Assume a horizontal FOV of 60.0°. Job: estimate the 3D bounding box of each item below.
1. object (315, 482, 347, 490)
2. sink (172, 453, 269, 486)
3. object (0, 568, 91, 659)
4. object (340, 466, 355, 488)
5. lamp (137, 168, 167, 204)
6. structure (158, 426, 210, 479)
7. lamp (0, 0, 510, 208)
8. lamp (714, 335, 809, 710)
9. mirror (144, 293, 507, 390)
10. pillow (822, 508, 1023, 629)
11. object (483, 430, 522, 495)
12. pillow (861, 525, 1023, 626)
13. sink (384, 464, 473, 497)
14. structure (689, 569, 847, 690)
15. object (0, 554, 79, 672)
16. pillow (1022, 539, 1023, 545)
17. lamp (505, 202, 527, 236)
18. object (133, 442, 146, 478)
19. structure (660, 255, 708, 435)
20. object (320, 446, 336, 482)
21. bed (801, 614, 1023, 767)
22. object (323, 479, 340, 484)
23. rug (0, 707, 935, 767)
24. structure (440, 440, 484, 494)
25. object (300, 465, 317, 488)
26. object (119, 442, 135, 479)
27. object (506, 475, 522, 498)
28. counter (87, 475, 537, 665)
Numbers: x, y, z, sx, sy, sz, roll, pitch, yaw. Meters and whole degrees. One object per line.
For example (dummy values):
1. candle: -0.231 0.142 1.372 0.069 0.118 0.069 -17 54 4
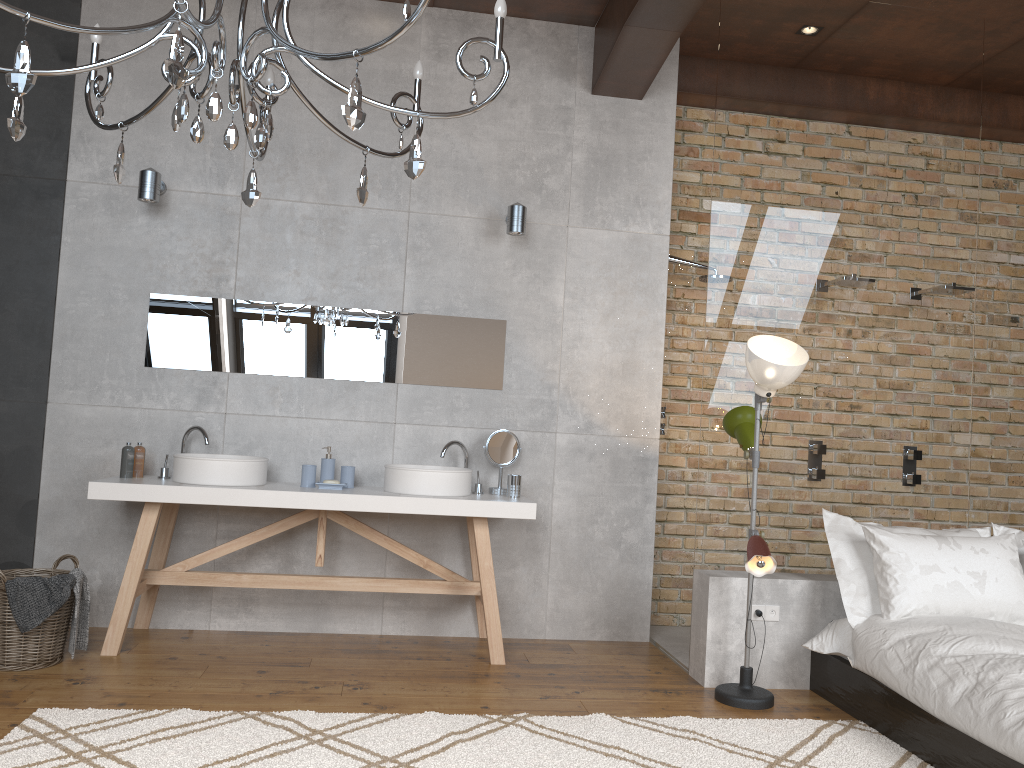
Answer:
1. object: -0.882 0.498 4.325 0.147 0.031 0.100 4 -3 -6
2. sink: -1.412 0.414 4.299 0.445 0.128 0.442 5 -3 -26
3. object: -2.021 0.974 3.737 0.378 0.361 0.357 4 -3 -2
4. object: -0.827 0.468 4.462 0.075 0.108 0.075 3 -3 13
5. lamp: -1.802 -0.984 4.456 0.101 0.168 0.243 4 -3 -8
6. structure: -1.611 0.338 4.405 0.242 0.268 0.141 4 -3 -3
7. lamp: -0.732 -1.390 2.411 1.409 1.594 1.409 3 -3 15
8. lamp: 1.049 0.577 3.892 0.270 1.582 0.561 4 -3 -11
9. mirror: -0.949 -0.216 4.644 1.838 0.377 0.007 4 -3 -8
10. pillow: 2.282 0.880 4.071 1.746 0.517 0.358 4 -3 -9
11. object: -0.055 0.407 4.637 0.118 0.338 0.192 1 -4 38
12. pillow: 1.903 0.840 3.850 0.744 0.397 0.276 4 -3 -8
13. sink: -0.420 0.480 4.435 0.442 0.128 0.445 6 -4 -44
14. structure: 2.259 1.214 4.291 2.820 0.494 0.206 4 -3 -8
15. object: -2.059 0.964 3.769 0.393 0.432 0.393 4 -3 -16
16. pillow: 2.687 0.915 3.959 0.748 0.385 0.291 4 -3 -8
17. lamp: 0.015 -0.864 4.706 0.101 0.168 0.243 4 -3 -8
18. object: -1.813 0.370 4.304 0.058 0.172 0.058 5 -3 -22
19. structure: 1.016 0.195 5.107 0.457 2.005 0.217 4 -3 -12
20. object: -0.926 0.416 4.462 0.076 0.201 0.076 4 -3 -14
21. bed: 2.547 1.197 3.132 2.300 0.442 2.169 4 -3 -8
22. object: -0.880 0.484 4.326 0.084 0.035 0.067 4 -3 -6
23. rug: -0.019 1.226 2.535 3.139 0.019 1.726 4 -3 -8
24. structure: -0.265 0.427 4.589 0.242 0.268 0.141 4 -3 -13
25. object: -1.000 0.453 4.360 0.075 0.108 0.075 2 -3 28
26. object: -1.834 0.365 4.231 0.058 0.172 0.058 5 -3 -29
27. object: 0.011 0.516 4.478 0.073 0.111 0.073 4 -3 -16
28. counter: -0.942 0.892 4.344 2.011 0.765 0.630 4 -3 -8
